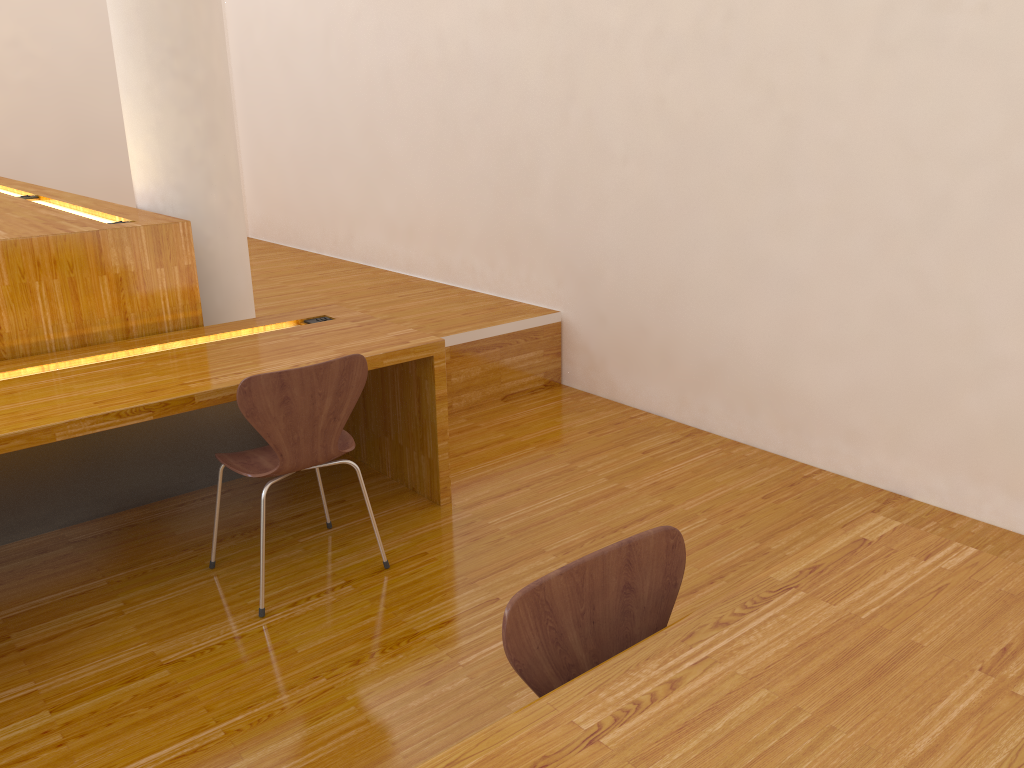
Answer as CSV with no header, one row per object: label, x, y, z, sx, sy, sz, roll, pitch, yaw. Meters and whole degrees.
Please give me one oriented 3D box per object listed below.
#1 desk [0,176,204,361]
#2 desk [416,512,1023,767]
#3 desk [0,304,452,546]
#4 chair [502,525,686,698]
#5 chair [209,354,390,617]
desk,-2.439,-0.564,4.171,0.760,0.606,3.185,-15,22,-37
desk,-0.140,1.159,0.384,3.236,0.918,1.285,-15,22,-37
desk,-1.688,0.382,2.403,3.185,0.606,0.760,-15,22,-37
chair,0.247,0.633,1.339,0.428,0.693,0.381,-15,22,-37
chair,-0.664,0.238,2.636,0.428,0.693,0.381,-15,22,-37
